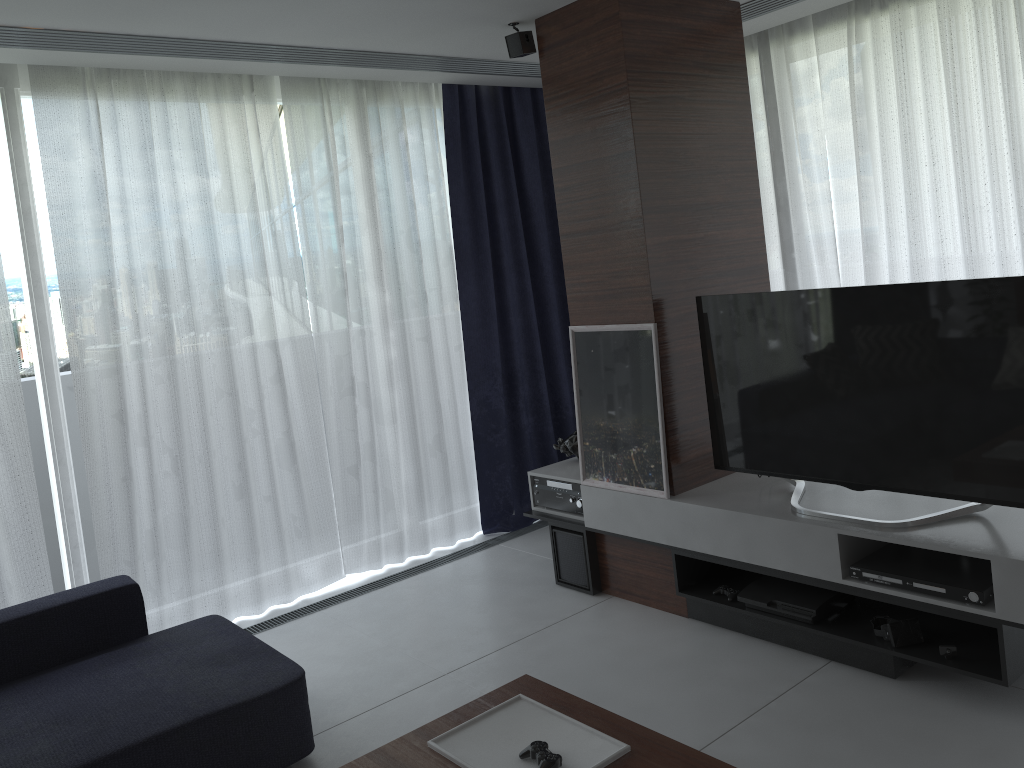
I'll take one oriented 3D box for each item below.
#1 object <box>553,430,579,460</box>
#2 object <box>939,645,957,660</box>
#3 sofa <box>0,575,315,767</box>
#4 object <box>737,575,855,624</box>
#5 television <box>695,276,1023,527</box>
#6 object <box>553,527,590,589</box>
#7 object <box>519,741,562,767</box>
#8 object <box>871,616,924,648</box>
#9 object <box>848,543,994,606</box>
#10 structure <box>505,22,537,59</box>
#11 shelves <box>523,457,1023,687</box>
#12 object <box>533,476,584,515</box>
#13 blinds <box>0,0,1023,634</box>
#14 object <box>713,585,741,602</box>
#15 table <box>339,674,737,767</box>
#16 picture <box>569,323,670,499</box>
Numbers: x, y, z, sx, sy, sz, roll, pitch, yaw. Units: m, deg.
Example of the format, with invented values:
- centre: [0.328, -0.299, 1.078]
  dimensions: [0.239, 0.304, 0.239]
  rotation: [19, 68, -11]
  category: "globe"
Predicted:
- centre: [0.359, 0.301, 4.370]
  dimensions: [0.310, 0.149, 0.138]
  rotation: [-6, 5, 9]
  category: "object"
- centre: [1.352, 0.830, 2.732]
  dimensions: [0.044, 0.043, 0.044]
  rotation: [-11, 6, -38]
  category: "object"
- centre: [-1.098, 1.081, 1.885]
  dimensions: [1.914, 0.605, 2.870]
  rotation: [-12, 9, -38]
  category: "sofa"
- centre: [1.058, 0.780, 3.272]
  dimensions: [0.316, 0.067, 0.314]
  rotation: [-13, 9, -38]
  category: "object"
- centre: [1.186, 0.050, 3.088]
  dimensions: [0.300, 0.782, 1.229]
  rotation: [-9, 6, -38]
  category: "television"
- centre: [0.363, 0.774, 4.093]
  dimensions: [0.256, 0.250, 0.213]
  rotation: [-11, 6, -38]
  category: "object"
- centre: [0.067, 0.861, 2.044]
  dimensions: [0.071, 0.036, 0.112]
  rotation: [-10, 8, -25]
  category: "object"
- centre: [1.262, 0.797, 2.933]
  dimensions: [0.117, 0.078, 0.185]
  rotation: [-8, 7, -8]
  category: "object"
- centre: [1.377, 0.602, 2.857]
  dimensions: [0.338, 0.052, 0.430]
  rotation: [-13, 9, -38]
  category: "object"
- centre: [0.036, -1.513, 3.898]
  dimensions: [0.084, 0.141, 0.115]
  rotation: [-4, 6, 41]
  category: "structure"
- centre: [1.132, 0.637, 3.602]
  dimensions: [0.880, 0.496, 2.348]
  rotation: [-12, 9, -38]
  category: "shelves"
- centre: [0.353, 0.495, 4.219]
  dimensions: [0.371, 0.149, 0.369]
  rotation: [-12, 9, -38]
  category: "object"
- centre: [-0.306, -0.063, 1.585]
  dimensions: [7.187, 2.757, 5.798]
  rotation: [-12, 8, -35]
  category: "blinds"
- centre: [0.834, 0.804, 3.418]
  dimensions: [0.071, 0.036, 0.112]
  rotation: [-10, 8, -25]
  category: "object"
- centre: [0.000, 1.068, 1.957]
  dimensions: [0.812, 0.350, 0.800]
  rotation: [-12, 9, -38]
  category: "table"
- centre: [0.440, 0.100, 3.704]
  dimensions: [0.053, 0.697, 0.499]
  rotation: [-9, 4, -38]
  category: "picture"
